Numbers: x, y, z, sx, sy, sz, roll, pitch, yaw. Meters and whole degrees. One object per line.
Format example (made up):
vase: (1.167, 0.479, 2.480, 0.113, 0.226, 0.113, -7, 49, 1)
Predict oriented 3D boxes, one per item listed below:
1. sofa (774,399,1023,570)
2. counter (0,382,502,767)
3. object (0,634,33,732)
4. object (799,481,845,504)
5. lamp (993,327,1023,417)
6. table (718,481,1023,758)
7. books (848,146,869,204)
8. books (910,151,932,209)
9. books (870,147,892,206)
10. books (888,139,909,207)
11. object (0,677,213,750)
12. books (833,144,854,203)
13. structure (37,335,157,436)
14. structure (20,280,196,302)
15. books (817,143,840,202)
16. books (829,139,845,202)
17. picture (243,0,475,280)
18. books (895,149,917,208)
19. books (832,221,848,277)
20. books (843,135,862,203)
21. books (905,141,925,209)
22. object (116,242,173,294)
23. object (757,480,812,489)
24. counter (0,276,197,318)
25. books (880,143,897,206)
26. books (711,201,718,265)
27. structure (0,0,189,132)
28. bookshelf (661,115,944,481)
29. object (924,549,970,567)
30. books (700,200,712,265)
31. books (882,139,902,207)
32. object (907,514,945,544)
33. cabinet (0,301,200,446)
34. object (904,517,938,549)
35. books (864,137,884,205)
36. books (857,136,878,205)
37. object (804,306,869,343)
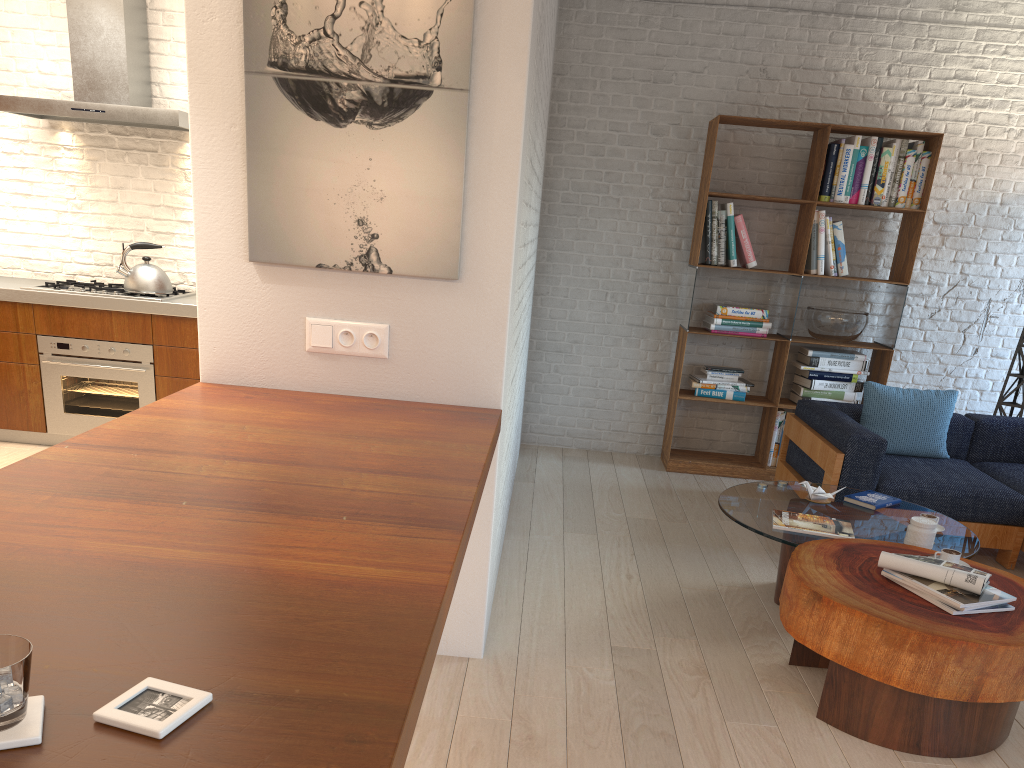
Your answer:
sofa: (2.611, 0.806, 3.562, 2.078, 0.694, 3.768, 5, 11, 2)
counter: (-0.971, 0.678, 1.856, 1.685, 0.965, 2.381, 5, 12, 2)
object: (-0.572, 0.332, 0.954, 0.090, 0.089, 0.087, 9, 16, 16)
object: (1.418, 0.487, 3.998, 0.183, 0.096, 0.188, 11, 14, 26)
lamp: (3.389, -0.085, 5.369, 0.504, 1.936, 0.827, -4, 20, -25)
table: (1.373, 0.826, 3.507, 1.073, 0.469, 1.750, 6, 11, 8)
books: (2.105, -1.284, 5.397, 0.055, 0.346, 0.242, 5, 16, 2)
books: (2.482, -1.251, 5.395, 0.055, 0.346, 0.242, 5, 16, 2)
books: (2.234, -1.268, 5.371, 0.055, 0.346, 0.242, 5, 16, 2)
books: (2.341, -1.288, 5.373, 0.036, 0.402, 0.231, 5, 17, 2)
object: (-0.569, 0.363, 0.998, 0.395, 0.036, 0.189, 6, 11, 5)
books: (2.011, -1.289, 5.381, 0.055, 0.346, 0.242, 5, 16, 2)
structure: (-2.400, 0.001, 5.288, 0.669, 0.606, 0.475, 5, 16, 1)
structure: (-2.351, -0.562, 5.165, 0.811, 0.033, 0.562, 5, 11, 1)
books: (1.935, -1.299, 5.400, 0.055, 0.346, 0.242, 5, 16, 2)
books: (1.974, -1.310, 5.394, 0.021, 0.377, 0.258, 5, 16, 2)
picture: (-0.450, -0.854, 2.534, 0.655, 1.066, 0.019, 5, 19, 1)
books: (2.385, -1.256, 5.377, 0.055, 0.346, 0.242, 5, 16, 2)
books: (2.048, -0.859, 5.531, 0.158, 0.345, 0.242, 5, 16, 2)
books: (2.060, -1.313, 5.375, 0.036, 0.402, 0.231, 5, 17, 2)
books: (2.435, -1.280, 5.372, 0.036, 0.402, 0.231, 5, 17, 2)
object: (-2.099, -0.672, 5.015, 0.259, 0.289, 0.253, 11, 17, 22)
object: (1.302, 0.478, 4.176, 0.302, 0.028, 0.065, 1, 13, -20)
counter: (-2.678, -0.304, 3.915, 3.520, 0.073, 3.179, 5, 11, 2)
books: (2.274, -1.281, 5.379, 0.021, 0.377, 0.258, 5, 16, 2)
books: (1.270, -0.960, 5.549, 0.091, 0.403, 0.231, 5, 17, 2)
structure: (-2.231, -1.962, 4.745, 0.985, 1.042, 0.434, 5, 18, 1)
bookshelf: (1.795, -0.468, 5.664, 1.317, 2.311, 0.346, 5, 19, 1)
object: (1.593, 0.635, 3.192, 0.146, 0.058, 0.166, 3, 12, -9)
books: (1.232, -0.961, 5.542, 0.091, 0.403, 0.231, 5, 17, 2)
books: (2.305, -1.294, 5.387, 0.036, 0.402, 0.231, 5, 17, 2)
object: (1.770, 0.601, 3.658, 0.155, 0.060, 0.257, 4, 11, -5)
cabinet: (-2.891, -0.916, 4.080, 4.743, 2.973, 2.174, -4, 18, -32)
object: (1.631, 0.594, 3.477, 0.107, 0.113, 0.103, 10, 16, 17)
books: (2.191, -1.302, 5.376, 0.036, 0.402, 0.231, 5, 17, 2)
books: (2.153, -1.304, 5.368, 0.036, 0.402, 0.231, 5, 17, 2)
object: (2.113, -0.384, 5.710, 0.391, 0.212, 0.393, 16, 17, 42)
